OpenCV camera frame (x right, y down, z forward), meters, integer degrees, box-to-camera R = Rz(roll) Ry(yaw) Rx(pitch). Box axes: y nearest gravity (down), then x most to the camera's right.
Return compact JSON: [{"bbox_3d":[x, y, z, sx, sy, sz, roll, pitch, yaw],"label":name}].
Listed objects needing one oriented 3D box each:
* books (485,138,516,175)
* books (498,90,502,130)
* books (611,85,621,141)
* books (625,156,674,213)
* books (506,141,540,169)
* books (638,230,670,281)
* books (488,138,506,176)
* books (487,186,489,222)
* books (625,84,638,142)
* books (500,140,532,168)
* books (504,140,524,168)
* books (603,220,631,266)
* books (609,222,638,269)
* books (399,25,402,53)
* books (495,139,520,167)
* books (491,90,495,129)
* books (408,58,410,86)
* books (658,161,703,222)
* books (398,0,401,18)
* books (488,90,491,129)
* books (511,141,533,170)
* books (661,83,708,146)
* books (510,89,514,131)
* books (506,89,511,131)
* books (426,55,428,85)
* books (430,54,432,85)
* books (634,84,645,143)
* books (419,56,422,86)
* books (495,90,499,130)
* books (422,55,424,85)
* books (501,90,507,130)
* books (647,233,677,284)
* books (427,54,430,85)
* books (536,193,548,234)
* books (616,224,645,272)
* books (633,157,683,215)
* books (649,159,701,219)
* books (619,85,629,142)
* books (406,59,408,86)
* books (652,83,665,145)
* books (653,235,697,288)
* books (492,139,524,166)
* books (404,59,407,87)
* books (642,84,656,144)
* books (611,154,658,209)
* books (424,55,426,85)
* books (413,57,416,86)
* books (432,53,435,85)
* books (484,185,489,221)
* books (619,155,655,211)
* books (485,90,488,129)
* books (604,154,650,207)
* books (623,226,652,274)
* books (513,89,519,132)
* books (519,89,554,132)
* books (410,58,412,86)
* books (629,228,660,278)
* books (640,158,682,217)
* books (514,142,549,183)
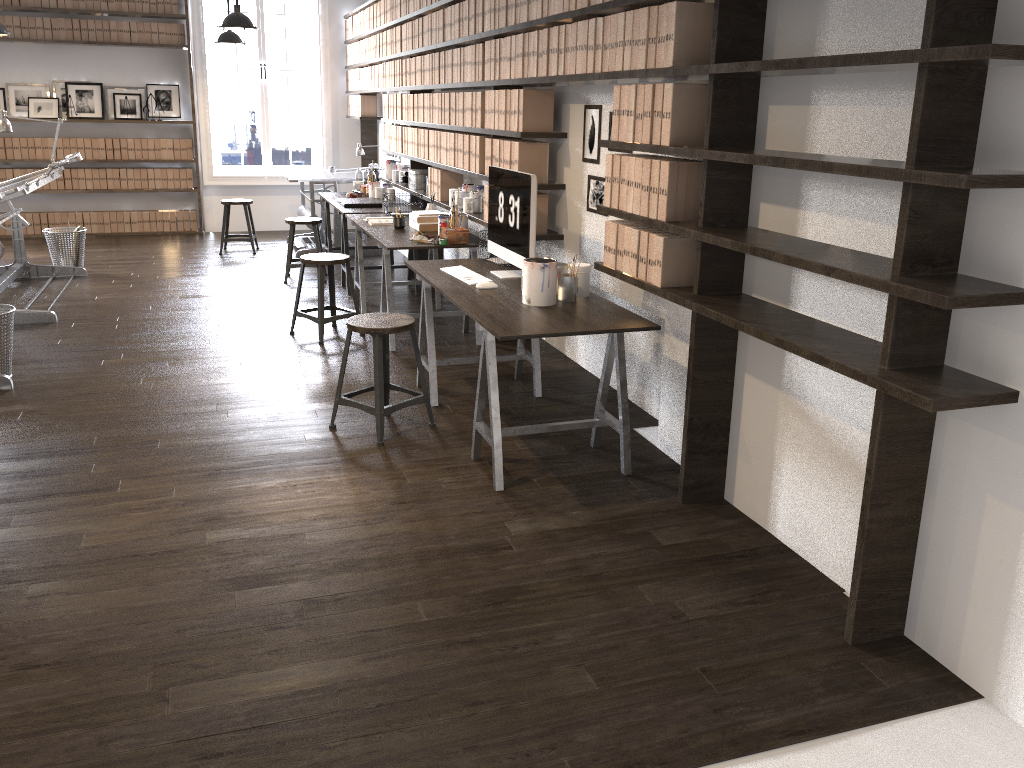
[{"bbox_3d":[-0.071,-1.368,5.344,0.175,0.222,0.067,-4,16,-18],"label":"books"},{"bbox_3d":[0.016,-1.555,5.038,0.175,0.222,0.067,-4,16,-18],"label":"books"},{"bbox_3d":[0.505,-1.110,3.642,0.175,0.223,0.067,-4,16,-18],"label":"books"},{"bbox_3d":[0.552,-0.796,3.552,0.174,0.223,0.067,-4,16,-18],"label":"books"},{"bbox_3d":[0.061,-1.242,4.949,0.175,0.223,0.067,-4,16,-18],"label":"books"},{"bbox_3d":[0.593,-0.491,3.495,0.175,0.223,0.067,-4,16,-18],"label":"books"},{"bbox_3d":[-0.052,-1.346,5.275,0.175,0.223,0.067,-4,16,-18],"label":"books"},{"bbox_3d":[-0.059,-1.081,5.344,0.175,0.223,0.067,-4,16,-18],"label":"books"},{"bbox_3d":[0.547,-1.068,3.511,0.174,0.223,0.067,-4,16,-18],"label":"books"},{"bbox_3d":[0.022,-1.283,5.078,0.174,0.223,0.067,-4,16,-18],"label":"books"},{"bbox_3d":[0.045,-1.262,5.013,0.175,0.223,0.067,-4,16,-18],"label":"books"},{"bbox_3d":[0.487,-0.589,3.801,0.175,0.223,0.067,-4,16,-18],"label":"books"},{"bbox_3d":[0.503,-0.569,3.737,0.175,0.223,0.067,-4,16,-18],"label":"books"},{"bbox_3d":[-0.855,-2.878,7.414,0.175,0.223,0.067,-4,16,-18],"label":"books"},{"bbox_3d":[-0.005,-1.303,5.141,0.174,0.223,0.067,-4,16,-18],"label":"books"},{"bbox_3d":[-0.031,-1.594,5.161,0.175,0.223,0.067,-4,16,-18],"label":"books"},{"bbox_3d":[-0.752,-2.517,7.175,0.174,0.223,0.067,-4,16,-18],"label":"books"},{"bbox_3d":[0.641,-0.717,3.304,0.175,0.223,0.067,-4,16,-18],"label":"books"},{"bbox_3d":[-0.849,-3.141,7.337,0.175,0.223,0.067,-4,16,-18],"label":"books"},{"bbox_3d":[-0.049,-1.615,5.226,0.175,0.223,0.067,-4,16,-18],"label":"books"},{"bbox_3d":[0.087,-1.223,4.889,0.175,0.222,0.067,-4,16,-18],"label":"books"},{"bbox_3d":[0.644,-0.982,3.241,0.175,0.222,0.067,-4,16,-18],"label":"books"},{"bbox_3d":[0.083,-1.495,4.851,0.174,0.223,0.067,-4,16,-18],"label":"books"},{"bbox_3d":[0.060,-1.516,4.916,0.175,0.223,0.067,-4,16,-18],"label":"books"},{"bbox_3d":[-0.552,-2.336,6.607,0.174,0.223,0.067,-4,16,-18],"label":"books"},{"bbox_3d":[-0.509,-2.294,6.474,0.175,0.223,0.067,-4,16,-18],"label":"books"},{"bbox_3d":[0.574,-1.047,3.447,0.175,0.223,0.067,-4,16,-18],"label":"books"},{"bbox_3d":[-0.621,-2.397,6.799,0.175,0.223,0.067,-4,16,-18],"label":"books"},{"bbox_3d":[-0.006,-1.573,5.095,0.175,0.222,0.067,-4,16,-18],"label":"books"},{"bbox_3d":[-0.595,-2.377,6.735,0.175,0.223,0.067,-4,16,-18],"label":"books"},{"bbox_3d":[0.033,-1.535,4.976,0.175,0.223,0.067,-4,16,-18],"label":"books"},{"bbox_3d":[0.617,-0.471,3.431,0.174,0.223,0.067,-4,16,-18],"label":"books"},{"bbox_3d":[-0.532,-2.315,6.540,0.175,0.223,0.067,-4,16,-18],"label":"books"},{"bbox_3d":[0.104,-0.938,4.896,0.174,0.223,0.067,-4,16,-18],"label":"books"},{"bbox_3d":[0.529,-0.550,3.677,0.175,0.222,0.067,-4,16,-18],"label":"books"},{"bbox_3d":[0.572,-0.775,3.485,0.175,0.223,0.067,-4,16,-18],"label":"books"},{"bbox_3d":[0.618,-0.738,3.368,0.175,0.222,0.067,-4,16,-18],"label":"books"},{"bbox_3d":[0.528,-1.089,3.577,0.174,0.223,0.067,-4,16,-18],"label":"books"},{"bbox_3d":[-0.771,-2.539,7.242,0.175,0.223,0.067,-4,16,-18],"label":"books"},{"bbox_3d":[0.622,-1.004,3.311,0.175,0.222,0.067,-4,16,-18],"label":"books"},{"bbox_3d":[0.632,-0.451,3.370,0.175,0.223,0.067,-4,16,-18],"label":"books"},{"bbox_3d":[-0.023,-1.325,5.208,0.175,0.223,0.067,-4,16,-18],"label":"books"},{"bbox_3d":[-0.800,-2.560,7.309,0.175,0.223,0.067,-4,16,-18],"label":"books"},{"bbox_3d":[0.593,-1.025,3.377,0.175,0.223,0.067,-4,16,-18],"label":"books"},{"bbox_3d":[0.510,-0.837,3.681,0.175,0.223,0.067,-4,16,-18],"label":"books"},{"bbox_3d":[-0.571,-2.357,6.672,0.174,0.223,0.067,-4,16,-18],"label":"books"},{"bbox_3d":[-0.687,-2.456,6.983,0.175,0.223,0.067,-4,16,-18],"label":"books"},{"bbox_3d":[-0.485,-2.275,6.417,0.175,0.222,0.067,-4,16,-18],"label":"books"},{"bbox_3d":[-0.079,-1.103,5.411,0.174,0.223,0.067,-4,16,-18],"label":"books"},{"bbox_3d":[0.534,-0.817,3.617,0.174,0.223,0.067,-4,16,-18],"label":"books"},{"bbox_3d":[-0.070,-1.636,5.291,0.174,0.223,0.067,-4,16,-18],"label":"books"},{"bbox_3d":[0.483,-0.858,3.744,0.175,0.223,0.067,-4,16,-18],"label":"books"},{"bbox_3d":[0.548,-0.531,3.619,0.175,0.222,0.067,-4,16,-18],"label":"books"},{"bbox_3d":[0.102,-1.474,4.785,0.174,0.223,0.067,-4,16,-18],"label":"books"},{"bbox_3d":[0.129,-1.454,4.721,0.175,0.223,0.067,-4,16,-18],"label":"books"},{"bbox_3d":[-0.726,-2.497,7.112,0.174,0.223,0.067,-4,16,-18],"label":"books"},{"bbox_3d":[0.567,-0.511,3.558,0.175,0.223,0.067,-4,16,-18],"label":"books"},{"bbox_3d":[0.593,-0.756,3.424,0.175,0.223,0.067,-4,16,-18],"label":"books"},{"bbox_3d":[0.105,-1.204,4.831,0.175,0.222,0.067,-4,16,-18],"label":"books"}]
